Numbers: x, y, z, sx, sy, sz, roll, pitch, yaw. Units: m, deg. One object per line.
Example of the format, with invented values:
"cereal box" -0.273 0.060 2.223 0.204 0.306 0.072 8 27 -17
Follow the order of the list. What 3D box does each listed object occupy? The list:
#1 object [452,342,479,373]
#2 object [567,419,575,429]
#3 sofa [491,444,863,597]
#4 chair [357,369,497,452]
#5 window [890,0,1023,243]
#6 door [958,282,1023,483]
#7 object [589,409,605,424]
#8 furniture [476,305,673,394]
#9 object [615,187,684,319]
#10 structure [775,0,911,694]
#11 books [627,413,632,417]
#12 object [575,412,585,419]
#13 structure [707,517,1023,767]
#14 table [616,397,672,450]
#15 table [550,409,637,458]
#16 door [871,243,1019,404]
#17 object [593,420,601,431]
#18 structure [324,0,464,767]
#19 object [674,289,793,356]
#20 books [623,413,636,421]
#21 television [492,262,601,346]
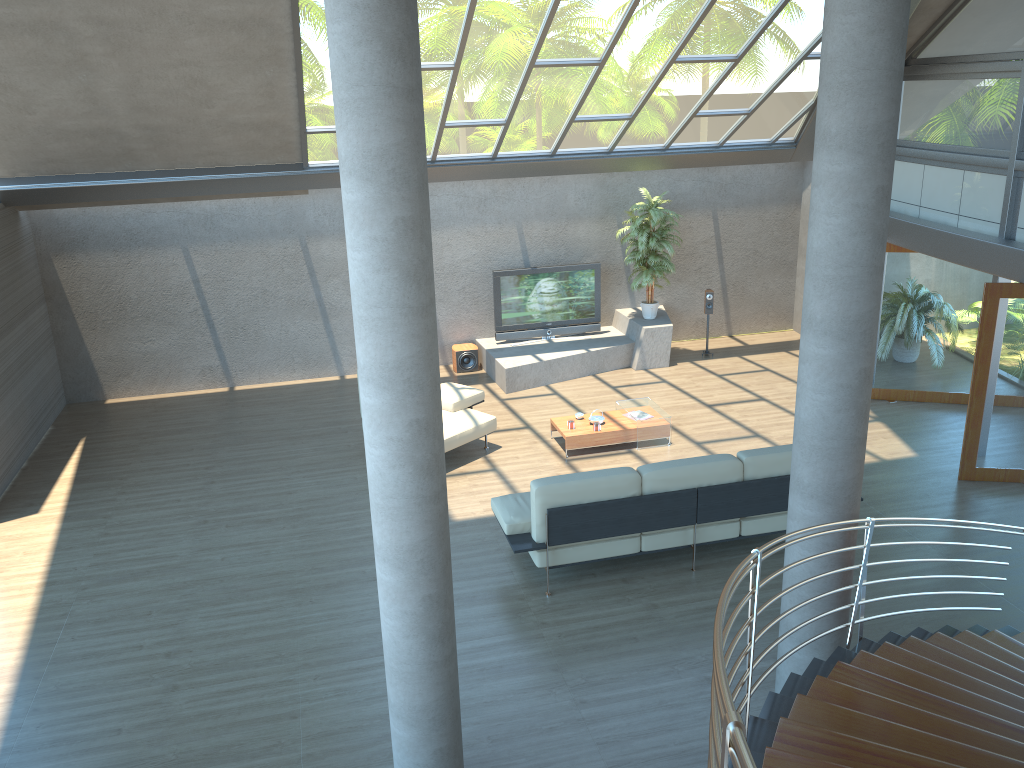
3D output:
"object" -0.681 -0.383 12.766 0.362 0.323 0.425 -6 19 -13
"object" 0.649 0.438 9.724 0.070 0.101 0.085 -7 19 -14
"sofa" 1.363 0.934 7.664 3.079 0.947 1.166 -6 19 -13
"chair" -0.868 0.226 9.873 1.244 1.023 1.217 14 24 40
"window" 6.196 -1.187 4.477 1.098 6.630 16.616 -7 19 -14
"door" 5.502 0.035 8.245 2.298 1.977 0.200 1 19 10
"object" 0.939 0.360 9.831 0.178 0.161 0.178 8 21 27
"furniture" 1.078 -0.530 12.605 2.936 0.610 1.577 -6 19 -13
"object" 1.953 -1.835 12.520 0.932 1.857 0.895 11 22 33
"structure" 1.693 -1.260 4.362 0.381 7.125 0.382 9 21 29
"books" 1.449 0.360 10.013 0.189 0.005 0.275 -12 21 -28
"object" 0.760 0.351 9.998 0.100 0.086 0.102 -5 19 -9
"structure" 1.920 1.088 2.803 2.349 3.653 6.809 6 20 24
"table" 1.479 0.437 10.024 0.400 0.342 0.680 -6 19 -13
"table" 1.092 0.531 9.954 1.200 0.250 0.600 -6 19 -13
"door" 5.224 -0.709 10.515 2.298 1.977 0.200 3 19 15
"object" 0.926 0.456 9.639 0.085 0.101 0.070 3 19 14
"structure" -0.564 -1.015 3.858 0.382 7.125 0.381 -6 19 -13
"object" 0.127 -1.122 13.950 21.345 0.982 7.863 -5 19 -9
"books" 1.395 0.364 10.019 0.189 0.005 0.275 -13 22 -31
"television" 0.513 -1.155 12.705 1.568 1.063 0.396 -6 19 -13
